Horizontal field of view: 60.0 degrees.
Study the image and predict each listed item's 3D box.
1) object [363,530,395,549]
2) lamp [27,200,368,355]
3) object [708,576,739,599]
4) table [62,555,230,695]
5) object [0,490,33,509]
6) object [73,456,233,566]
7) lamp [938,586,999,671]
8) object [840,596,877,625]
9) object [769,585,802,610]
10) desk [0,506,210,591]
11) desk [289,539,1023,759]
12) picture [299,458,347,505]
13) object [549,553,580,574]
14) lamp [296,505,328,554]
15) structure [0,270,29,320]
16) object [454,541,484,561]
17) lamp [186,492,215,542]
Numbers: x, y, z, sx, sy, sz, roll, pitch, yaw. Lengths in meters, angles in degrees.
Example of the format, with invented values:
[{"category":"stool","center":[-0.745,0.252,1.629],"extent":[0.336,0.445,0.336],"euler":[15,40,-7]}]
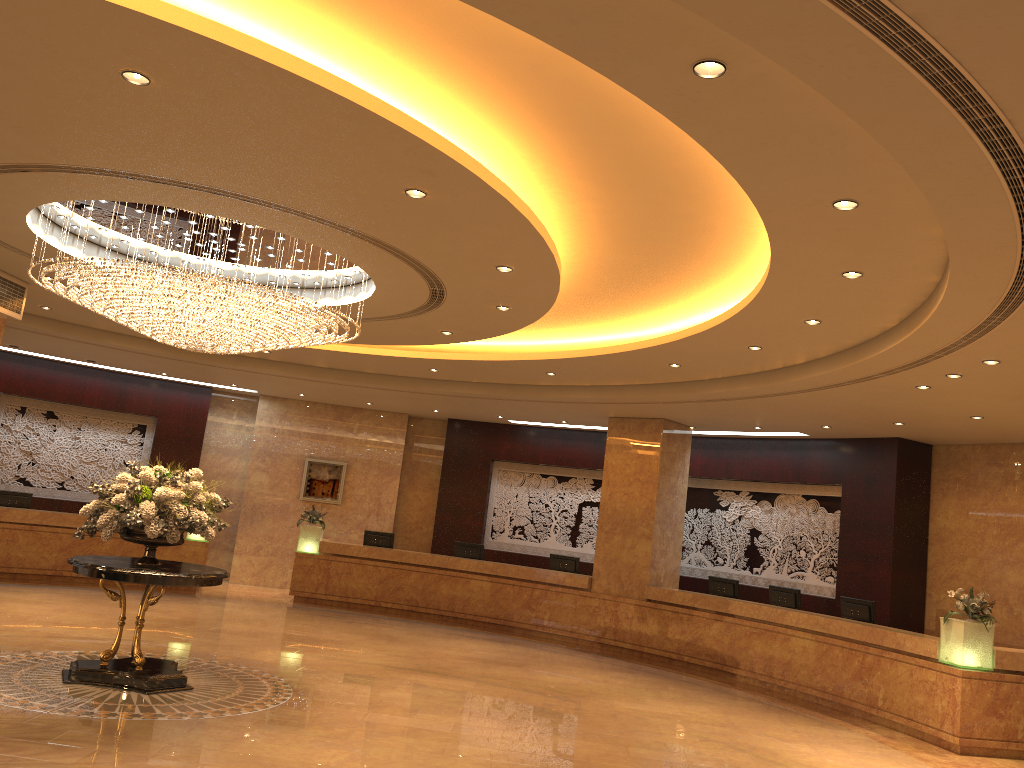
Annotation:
[{"category":"object","center":[-2.610,3.127,17.288],"extent":[0.531,0.500,0.430],"euler":[-1,-12,40]},{"category":"lamp","center":[-3.140,-0.921,9.088],"extent":[3.206,1.196,3.204],"euler":[-1,-12,39]},{"category":"object","center":[3.423,3.392,14.356],"extent":[0.430,0.500,0.531],"euler":[7,-9,0]},{"category":"table","center":[-3.585,2.298,8.580],"extent":[1.493,1.089,1.493],"euler":[7,-9,-3]},{"category":"object","center":[-8.713,2.113,15.428],"extent":[0.531,0.500,0.430],"euler":[8,-9,-5]},{"category":"object","center":[-3.480,1.278,8.773],"extent":[1.277,0.999,1.318],"euler":[1,-11,33]},{"category":"lamp","center":[5.211,2.743,10.032],"extent":[0.532,0.897,0.606],"euler":[10,-9,-18]},{"category":"object","center":[4.805,3.237,12.316],"extent":[0.430,0.500,0.531],"euler":[5,-9,11]},{"category":"object","center":[4.136,3.335,13.448],"extent":[0.430,0.500,0.531],"euler":[6,-9,6]},{"category":"desk","center":[-7.935,2.867,15.702],"extent":[5.227,1.155,1.570],"euler":[13,-11,-32]},{"category":"desk","center":[1.440,3.809,14.500],"extent":[12.951,1.155,3.466],"euler":[0,-11,37]},{"category":"picture","center":[-4.023,2.073,18.910],"extent":[0.875,0.890,0.068],"euler":[8,-9,-6]},{"category":"object","center":[0.954,3.398,16.284],"extent":[0.430,0.500,0.531],"euler":[11,-10,-25]},{"category":"lamp","center":[-3.821,2.757,16.942],"extent":[0.577,0.925,0.542],"euler":[6,-9,5]},{"category":"structure","center":[-6.473,-1.393,9.260],"extent":[0.425,0.483,4.113],"euler":[6,-9,3]},{"category":"object","center":[-0.832,3.293,16.981],"extent":[0.430,0.500,0.531],"euler":[13,-11,-36]},{"category":"lamp","center":[-5.811,2.455,16.558],"extent":[0.570,0.923,0.580],"euler":[7,-9,0]}]
